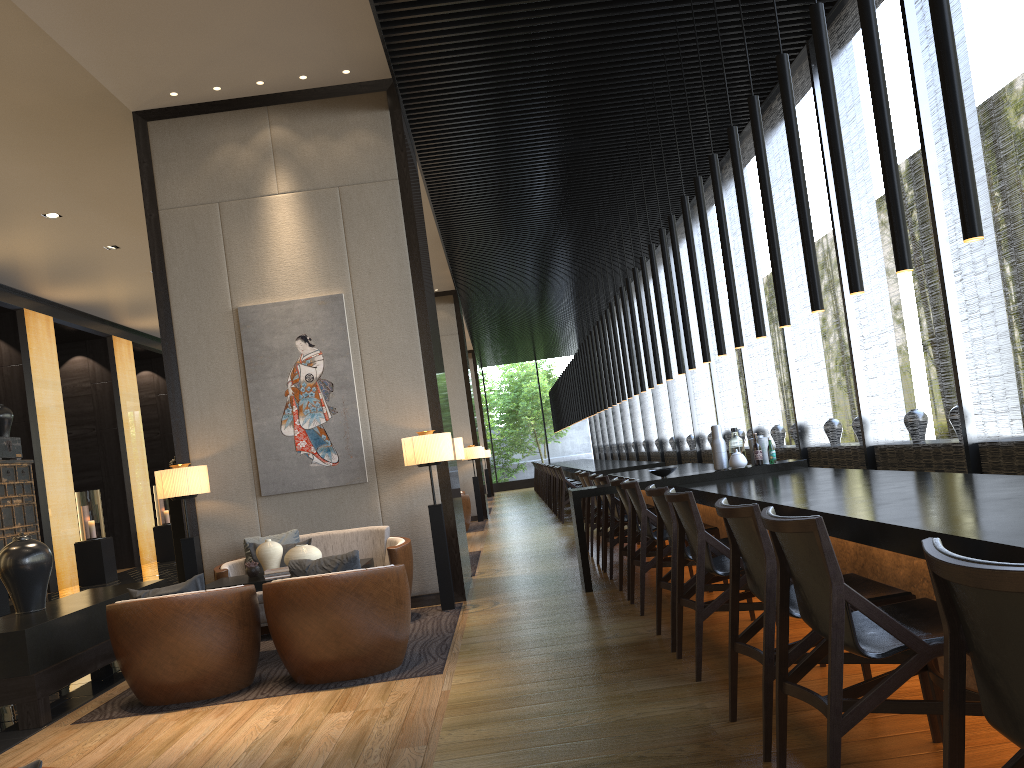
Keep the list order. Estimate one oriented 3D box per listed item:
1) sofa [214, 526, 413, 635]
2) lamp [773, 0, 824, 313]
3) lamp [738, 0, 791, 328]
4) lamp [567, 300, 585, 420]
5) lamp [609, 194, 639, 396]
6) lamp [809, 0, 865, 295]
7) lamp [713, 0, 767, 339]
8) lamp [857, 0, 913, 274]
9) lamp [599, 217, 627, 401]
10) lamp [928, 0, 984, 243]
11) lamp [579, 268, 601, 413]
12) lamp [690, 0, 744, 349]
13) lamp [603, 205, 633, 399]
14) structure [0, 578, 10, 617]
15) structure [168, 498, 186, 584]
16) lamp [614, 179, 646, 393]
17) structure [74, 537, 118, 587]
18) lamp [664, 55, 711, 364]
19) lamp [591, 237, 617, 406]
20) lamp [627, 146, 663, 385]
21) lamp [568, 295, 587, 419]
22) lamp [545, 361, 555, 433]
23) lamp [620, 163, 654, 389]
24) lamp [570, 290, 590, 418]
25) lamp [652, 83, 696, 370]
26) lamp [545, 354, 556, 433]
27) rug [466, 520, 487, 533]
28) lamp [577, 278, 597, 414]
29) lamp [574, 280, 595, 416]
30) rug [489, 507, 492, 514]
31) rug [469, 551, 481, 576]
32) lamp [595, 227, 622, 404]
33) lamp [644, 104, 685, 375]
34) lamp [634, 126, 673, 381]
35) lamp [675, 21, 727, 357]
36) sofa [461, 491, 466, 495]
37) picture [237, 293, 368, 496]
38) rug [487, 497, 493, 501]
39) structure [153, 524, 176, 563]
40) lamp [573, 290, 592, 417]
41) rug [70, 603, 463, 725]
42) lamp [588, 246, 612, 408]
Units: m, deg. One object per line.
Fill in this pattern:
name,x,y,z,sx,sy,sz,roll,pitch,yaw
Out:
sofa,-1.435,1.468,6.578,1.448,0.692,0.604,-8,-3,-1
lamp,1.323,-1.547,4.318,0.060,2.417,0.060,-8,-1,4
lamp,1.319,-1.506,4.819,0.060,2.417,0.060,-8,-1,-6
lamp,1.222,-0.505,17.136,0.060,2.417,0.060,-7,-1,-36
lamp,1.276,-1.066,10.226,0.060,2.417,0.060,-8,-1,-6
lamp,1.326,-1.586,3.840,0.060,2.417,0.060,-8,-1,-6
lamp,1.315,-1.470,5.264,0.060,2.417,0.060,-8,-1,-6
lamp,1.330,-1.623,3.385,0.060,2.417,0.060,-8,-1,4
lamp,1.268,-0.982,11.265,0.060,2.417,0.060,-8,-1,-6
lamp,1.334,-1.663,2.891,0.060,2.417,0.060,-8,-1,-6
lamp,1.244,-0.733,14.329,0.060,2.417,0.060,-7,-1,-36
lamp,1.311,-1.430,5.749,0.060,2.417,0.060,-8,-1,-6
lamp,1.272,-1.024,10.751,0.060,2.417,0.060,-8,-1,-6
structure,-6.237,2.429,10.389,0.402,0.657,0.403,-8,-2,-1
structure,-2.707,1.452,7.547,0.240,1.216,0.240,-8,-1,-1
lamp,1.280,-1.108,9.718,0.060,2.417,0.060,-8,-1,-6
structure,-6.260,2.668,13.324,0.402,0.657,0.403,-8,-2,-1
lamp,1.304,-1.355,6.671,0.060,2.417,0.060,-8,-1,-6
lamp,1.260,-0.899,12.285,0.060,2.417,0.060,-8,-1,-6
lamp,1.288,-1.191,8.691,0.060,2.417,0.060,-8,-1,-6
lamp,1.225,-0.538,16.727,0.060,2.417,0.060,-7,-1,-36
lamp,1.145,0.289,26.894,0.060,2.417,0.060,-8,-1,4
lamp,1.284,-1.149,9.205,0.060,2.417,0.060,-8,-1,-6
lamp,1.229,-0.580,16.204,0.060,2.417,0.060,-7,-1,-36
lamp,1.300,-1.313,7.193,0.060,2.417,0.060,-8,-1,-6
lamp,1.149,0.247,26.380,0.060,2.417,0.060,-8,-1,4
rug,-1.411,2.455,14.607,1.957,0.008,2.247,-8,-5,-1
lamp,1.240,-0.692,14.836,0.060,2.417,0.060,-7,-1,-36
lamp,1.237,-0.655,15.283,0.060,2.417,0.060,-7,-1,-36
rug,-1.441,2.764,18.402,2.040,0.008,2.247,-8,-5,-1
rug,-1.371,2.037,9.465,2.040,0.008,2.247,-8,-5,-1
lamp,1.264,-0.940,11.777,0.060,2.417,0.060,-8,-1,-6
lamp,1.297,-1.278,7.625,0.060,2.417,0.060,-8,-1,-6
lamp,1.292,-1.233,8.176,0.060,2.417,0.060,-8,-1,-6
lamp,1.308,-1.393,6.206,0.060,2.417,0.060,-8,-1,-6
sofa,-1.504,2.189,15.449,1.448,0.692,0.604,-8,-3,-1
picture,-1.648,0.084,6.976,0.834,1.500,0.037,-8,-1,-1
rug,-1.481,3.182,23.545,1.957,0.008,2.247,-8,-5,-1
structure,-6.283,2.906,16.260,0.402,0.657,0.403,-8,-2,-1
lamp,1.233,-0.618,15.739,0.060,2.417,0.060,-7,-1,-36
rug,-1.342,1.734,5.741,1.957,0.008,2.247,-8,-5,-1
lamp,1.256,-0.858,12.795,0.060,2.417,0.060,-8,-1,-6
